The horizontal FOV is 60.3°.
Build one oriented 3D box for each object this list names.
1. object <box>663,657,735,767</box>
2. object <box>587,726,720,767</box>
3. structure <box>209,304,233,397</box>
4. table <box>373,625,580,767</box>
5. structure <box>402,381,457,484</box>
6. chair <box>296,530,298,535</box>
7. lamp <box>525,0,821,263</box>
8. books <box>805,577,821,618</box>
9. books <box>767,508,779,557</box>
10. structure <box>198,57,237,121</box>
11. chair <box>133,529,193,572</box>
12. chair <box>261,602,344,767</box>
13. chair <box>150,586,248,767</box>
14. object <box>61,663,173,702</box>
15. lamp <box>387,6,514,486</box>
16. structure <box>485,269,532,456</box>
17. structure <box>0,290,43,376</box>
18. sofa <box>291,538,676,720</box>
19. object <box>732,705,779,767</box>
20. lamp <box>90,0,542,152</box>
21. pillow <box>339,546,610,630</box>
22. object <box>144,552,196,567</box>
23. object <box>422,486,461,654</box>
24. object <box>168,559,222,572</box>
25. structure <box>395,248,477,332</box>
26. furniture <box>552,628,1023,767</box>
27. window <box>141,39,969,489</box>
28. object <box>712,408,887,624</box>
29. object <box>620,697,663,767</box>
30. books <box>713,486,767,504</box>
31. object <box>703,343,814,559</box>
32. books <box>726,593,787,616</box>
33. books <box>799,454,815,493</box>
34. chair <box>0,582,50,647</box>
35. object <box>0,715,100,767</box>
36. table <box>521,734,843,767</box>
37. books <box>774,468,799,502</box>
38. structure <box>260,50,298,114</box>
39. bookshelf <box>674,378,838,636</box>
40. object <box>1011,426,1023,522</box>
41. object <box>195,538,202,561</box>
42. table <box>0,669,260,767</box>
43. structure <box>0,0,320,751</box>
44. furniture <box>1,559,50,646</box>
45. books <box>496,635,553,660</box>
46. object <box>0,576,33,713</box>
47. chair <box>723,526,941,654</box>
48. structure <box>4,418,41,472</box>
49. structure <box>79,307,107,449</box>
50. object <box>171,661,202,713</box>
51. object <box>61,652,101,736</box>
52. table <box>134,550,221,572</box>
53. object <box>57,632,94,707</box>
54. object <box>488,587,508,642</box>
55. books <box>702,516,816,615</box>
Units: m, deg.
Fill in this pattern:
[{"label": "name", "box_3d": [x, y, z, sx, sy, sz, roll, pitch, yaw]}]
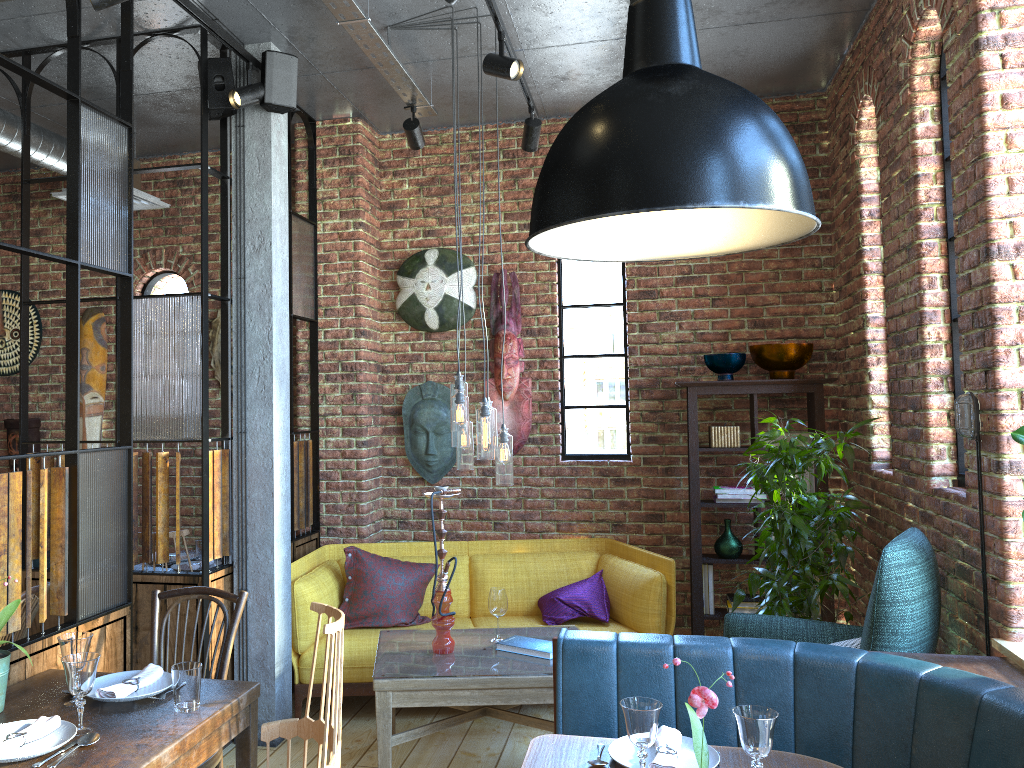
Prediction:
[{"label": "object", "box_3d": [0.369, 0.715, 1.654, 0.142, 0.432, 0.209, -3, -3, 30]}, {"label": "object", "box_3d": [0.359, 0.918, 2.202, 0.333, 0.051, 0.262, -1, -2, 15]}, {"label": "structure", "box_3d": [-1.733, -0.221, 5.771, 0.601, 0.727, 0.124, -2, -3, 13]}, {"label": "table", "box_3d": [-0.113, 1.399, 3.801, 0.932, 0.509, 0.752, -1, -2, -3]}, {"label": "structure", "box_3d": [-0.501, 0.299, 5.435, 0.375, 0.640, 0.101, -2, -3, 14]}, {"label": "chair", "box_3d": [-1.528, 1.256, 5.411, 0.457, 0.922, 0.525, -3, -3, 33]}, {"label": "lamp", "box_3d": [0.276, -0.933, 1.684, 0.551, 1.328, 0.507, -3, -3, 29]}, {"label": "books", "box_3d": [1.598, 1.107, 4.742, 0.086, 0.273, 0.185, -2, -3, 10]}, {"label": "books", "box_3d": [1.447, 0.809, 4.789, 0.087, 0.273, 0.169, -2, -3, 10]}, {"label": "structure", "box_3d": [-1.407, -1.407, 4.210, 0.180, 0.268, 0.169, -1, -3, -16]}, {"label": "chair", "box_3d": [-1.670, 1.194, 4.274, 0.535, 1.007, 0.451, -1, -3, -2]}, {"label": "chair", "box_3d": [-0.652, 1.129, 2.346, 0.440, 1.007, 0.548, 0, -3, -18]}, {"label": "chair", "box_3d": [-1.140, 1.189, 2.937, 0.410, 0.916, 0.515, -2, -3, 5]}, {"label": "object", "box_3d": [-1.157, 0.890, 2.628, 0.333, 0.051, 0.262, -1, -2, 15]}, {"label": "lamp", "box_3d": [-0.281, -0.610, 3.995, 0.525, 2.122, 0.275, -3, -4, 36]}, {"label": "structure", "box_3d": [-0.026, -0.122, 5.393, 0.217, 1.148, 0.236, 1, -3, -33]}, {"label": "structure", "box_3d": [-3.632, -0.364, 6.263, 0.674, 0.620, 0.077, -2, -3, 12]}, {"label": "sofa", "box_3d": [-0.205, 1.296, 4.788, 1.987, 0.764, 0.792, -1, -2, -3]}, {"label": "object", "box_3d": [0.553, 0.838, 1.991, 0.103, 0.192, 0.094, -4, -3, 41]}, {"label": "lamp", "box_3d": [-3.361, -1.370, 2.555, 6.392, 0.274, 7.076, -1, -1, 11]}, {"label": "pillow", "box_3d": [-0.219, 1.097, 4.837, 1.499, 0.454, 0.399, -1, -2, 1]}, {"label": "object", "box_3d": [-1.890, 0.959, 4.874, 0.276, 0.051, 0.316, -1, -1, 14]}, {"label": "object", "box_3d": [-0.301, 0.795, 3.752, 0.170, 0.705, 0.258, -1, -3, 2]}, {"label": "object", "box_3d": [-1.633, 0.948, 4.615, 0.333, 0.051, 0.262, -1, -2, 15]}, {"label": "structure", "box_3d": [-0.476, -0.584, 5.472, 0.542, 0.521, 0.144, -2, -3, 13]}, {"label": "furniture", "box_3d": [0.623, 1.170, 1.481, 1.392, 0.823, 2.559, -1, -2, 10]}, {"label": "window", "box_3d": [0.767, -0.399, 2.777, 3.324, 2.432, 8.811, 0, -2, -24]}, {"label": "object", "box_3d": [1.285, 0.868, 3.952, 0.716, 1.530, 0.870, -1, -3, -10]}, {"label": "object", "box_3d": [0.305, 0.845, 2.061, 0.103, 0.192, 0.094, -4, -3, 41]}, {"label": "books", "box_3d": [1.249, 0.608, 4.840, 0.275, 0.080, 0.174, -1, -2, 12]}, {"label": "object", "box_3d": [1.349, 0.669, 4.798, 0.617, 1.763, 0.322, -2, -3, 7]}, {"label": "books", "box_3d": [1.326, 1.205, 4.774, 0.310, 0.088, 0.238, -1, -2, 14]}, {"label": "books", "box_3d": [1.586, 0.512, 4.771, 0.081, 0.258, 0.174, -2, -3, 10]}, {"label": "chair", "box_3d": [-2.012, 1.211, 3.215, 0.519, 0.916, 0.406, -1, -3, -3]}, {"label": "object", "box_3d": [-1.212, 0.881, 2.193, 0.333, 0.051, 0.262, -1, -2, 15]}, {"label": "table", "box_3d": [0.356, 1.259, 1.552, 0.839, 0.662, 1.508, -2, -2, 10]}, {"label": "books", "box_3d": [1.486, 0.515, 4.805, 0.126, 0.258, 0.159, -2, -3, 11]}, {"label": "structure", "box_3d": [-1.107, -1.413, 4.134, 0.158, 0.268, 0.192, 1, -3, -38]}, {"label": "bookshelf", "box_3d": [1.338, 0.815, 4.808, 0.834, 1.670, 0.309, -2, -3, 13]}, {"label": "object", "box_3d": [1.477, 0.431, 2.164, 0.403, 0.664, 0.489, -3, -3, 35]}, {"label": "object", "box_3d": [-1.711, 0.920, 4.881, 0.088, 0.120, 0.080, -3, -3, 42]}, {"label": "table", "box_3d": [-1.190, 1.275, 2.408, 0.766, 0.728, 0.735, -2, -2, 11]}, {"label": "structure", "box_3d": [-3.775, 0.022, 2.302, 5.998, 3.330, 5.878, -1, -2, -5]}, {"label": "furniture", "box_3d": [-3.691, 1.347, 5.467, 1.473, 0.823, 1.460, -1, -2, 11]}, {"label": "books", "box_3d": [0.087, 1.126, 3.775, 0.285, 0.028, 0.153, -2, -2, 36]}, {"label": "object", "box_3d": [-1.471, 0.705, 2.481, 0.198, 0.427, 0.145, 1, -4, -45]}, {"label": "chair", "box_3d": [0.992, 1.069, 3.232, 1.078, 1.099, 0.771, -3, -3, 35]}, {"label": "structure", "box_3d": [-3.414, 0.568, 6.142, 0.266, 0.656, 0.156, -2, -3, 12]}, {"label": "structure", "box_3d": [-2.907, 0.025, 6.049, 0.237, 1.122, 0.091, -2, -3, 13]}, {"label": "object", "box_3d": [-0.908, 0.847, 2.460, 0.085, 0.120, 0.084, -1, -2, 1]}, {"label": "object", "box_3d": [-1.128, 0.811, 2.304, 0.094, 0.192, 0.102, 0, -3, -31]}, {"label": "table", "box_3d": [-1.651, 1.343, 4.832, 0.766, 0.728, 0.735, -2, -2, 11]}, {"label": "object", "box_3d": [-1.253, 0.819, 2.528, 0.096, 0.192, 0.100, -1, -3, -13]}, {"label": "object", "box_3d": [-0.062, 1.033, 3.953, 0.087, 0.229, 0.095, 1, -4, -41]}, {"label": "books", "box_3d": [1.338, 0.963, 4.808, 0.598, 0.575, 0.186, -2, -3, 12]}]
